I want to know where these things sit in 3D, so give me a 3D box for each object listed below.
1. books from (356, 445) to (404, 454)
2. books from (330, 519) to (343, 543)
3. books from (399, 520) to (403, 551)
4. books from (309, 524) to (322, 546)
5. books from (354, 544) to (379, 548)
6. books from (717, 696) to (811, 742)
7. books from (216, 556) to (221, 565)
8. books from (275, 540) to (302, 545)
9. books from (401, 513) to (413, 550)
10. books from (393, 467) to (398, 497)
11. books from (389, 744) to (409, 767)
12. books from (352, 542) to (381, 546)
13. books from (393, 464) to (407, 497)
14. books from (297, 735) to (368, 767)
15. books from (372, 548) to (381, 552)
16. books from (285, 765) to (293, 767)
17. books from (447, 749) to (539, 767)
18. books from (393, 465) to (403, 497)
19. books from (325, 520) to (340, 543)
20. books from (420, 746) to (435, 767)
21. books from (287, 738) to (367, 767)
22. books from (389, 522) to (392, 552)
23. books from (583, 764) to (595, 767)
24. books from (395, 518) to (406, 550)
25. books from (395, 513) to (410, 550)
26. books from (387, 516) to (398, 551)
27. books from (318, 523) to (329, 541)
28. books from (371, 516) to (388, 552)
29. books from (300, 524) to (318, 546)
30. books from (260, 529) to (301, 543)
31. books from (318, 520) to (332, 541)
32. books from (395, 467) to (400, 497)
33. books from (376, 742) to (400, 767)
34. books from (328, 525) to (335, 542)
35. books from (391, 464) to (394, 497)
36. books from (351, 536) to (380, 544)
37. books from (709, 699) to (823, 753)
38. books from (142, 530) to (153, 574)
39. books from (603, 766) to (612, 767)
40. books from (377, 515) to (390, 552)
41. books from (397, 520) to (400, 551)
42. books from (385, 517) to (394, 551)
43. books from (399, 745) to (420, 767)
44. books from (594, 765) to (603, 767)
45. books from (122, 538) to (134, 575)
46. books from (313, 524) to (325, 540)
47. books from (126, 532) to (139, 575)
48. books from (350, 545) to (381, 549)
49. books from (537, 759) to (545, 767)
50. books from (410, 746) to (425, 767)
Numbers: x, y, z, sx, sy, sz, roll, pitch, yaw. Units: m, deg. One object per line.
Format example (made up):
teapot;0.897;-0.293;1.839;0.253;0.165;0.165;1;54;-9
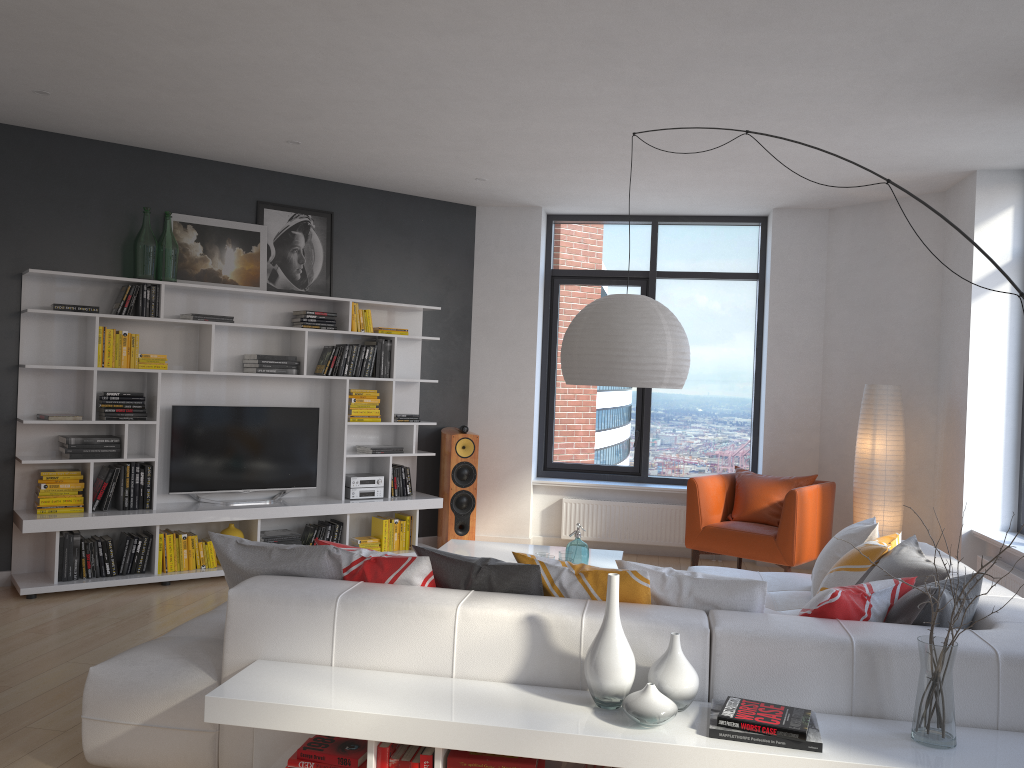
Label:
books;-1.070;0.528;7.167;0.310;0.047;0.250;2;0;-40
books;-1.377;1.184;6.848;0.066;0.260;0.197;2;0;-36
books;-0.933;1.212;7.160;0.024;0.234;0.172;2;0;-36
books;-1.530;1.192;6.740;0.096;0.234;0.187;2;0;-35
books;-1.148;1.269;6.983;0.169;0.018;0.113;2;0;-34
books;0.720;0.952;2.526;0.238;0.027;0.188;2;0;23
books;-2.033;1.274;6.392;0.270;0.029;0.204;2;0;39
books;-1.758;1.230;6.608;0.343;0.137;0.277;2;0;-41
books;-0.877;1.196;7.223;0.025;0.270;0.213;2;0;-36
books;-0.991;0.789;7.203;0.053;0.240;0.189;2;0;-35
books;-0.339;1.241;2.722;0.031;0.255;0.181;2;0;9
books;-1.151;1.253;6.999;0.187;0.014;0.134;2;0;-36
books;-0.928;0.784;7.245;0.066;0.255;0.193;2;0;-36
books;-0.547;1.151;2.793;0.206;0.029;0.152;2;0;15
books;-1.154;1.305;6.999;0.190;0.033;0.147;2;0;-36
books;-0.554;1.203;2.800;0.269;0.028;0.179;2;0;11
books;-0.049;1.111;2.675;0.259;0.034;0.206;2;0;6
books;-0.945;0.788;7.219;0.050;0.242;0.169;2;0;-36
books;-1.404;1.188;6.828;0.084;0.249;0.191;2;0;-36
books;-0.234;1.228;2.700;0.049;0.291;0.214;2;0;9
books;-0.554;1.177;2.804;0.254;0.025;0.178;2;0;9
books;-1.007;1.214;7.089;0.024;0.229;0.156;2;0;-36
books;0.162;1.266;2.621;0.144;0.247;0.188;2;0;10
books;-0.914;1.212;7.178;0.024;0.234;0.172;2;0;-36
books;-0.894;1.196;7.200;0.029;0.270;0.204;2;0;-36
books;-0.977;1.202;7.130;0.035;0.250;0.185;2;0;-36
books;-1.461;1.191;6.757;0.069;0.242;0.172;2;0;-35
books;-1.057;1.197;7.075;0.044;0.255;0.198;2;0;-36
books;-1.554;1.190;6.716;0.104;0.234;0.182;2;0;-36
books;-1.772;1.137;6.622;0.310;0.047;0.250;2;0;-40
books;-1.457;1.184;6.792;0.075;0.254;0.192;2;0;-37
books;-0.967;0.791;7.212;0.049;0.236;0.170;2;0;-35
books;-0.373;1.223;2.724;0.036;0.294;0.208;2;0;9
books;-1.432;1.192;6.802;0.068;0.243;0.179;2;0;-37
books;-1.018;0.773;7.188;0.053;0.268;0.202;2;0;-36
books;-1.161;1.232;7.007;0.186;0.026;0.138;2;0;-36
books;0.724;0.978;2.550;0.300;0.026;0.245;2;0;14
books;-2.507;1.142;6.045;0.066;0.260;0.197;2;0;-36
books;0.264;1.255;2.597;0.046;0.282;0.199;2;0;9
books;-1.034;1.195;7.095;0.015;0.263;0.199;2;0;-36
books;-0.955;1.209;7.149;0.023;0.239;0.169;2;0;-36
books;-1.001;1.201;7.116;0.019;0.251;0.180;2;0;-36
books;-0.306;1.242;2.717;0.034;0.259;0.207;2;0;9
books;0.202;1.268;2.607;0.115;0.245;0.192;2;0;9
books;-2.593;1.149;5.954;0.069;0.242;0.172;2;0;-35
books;-1.496;1.193;6.747;0.081;0.233;0.169;2;0;-37
books;-2.588;1.142;5.988;0.075;0.254;0.192;2;0;-37
books;-1.155;1.282;7.002;0.196;0.011;0.148;2;0;-36
books;-0.034;1.141;2.664;0.266;0.026;0.187;2;0;4
books;-0.270;1.242;2.701;0.042;0.259;0.195;2;0;9
